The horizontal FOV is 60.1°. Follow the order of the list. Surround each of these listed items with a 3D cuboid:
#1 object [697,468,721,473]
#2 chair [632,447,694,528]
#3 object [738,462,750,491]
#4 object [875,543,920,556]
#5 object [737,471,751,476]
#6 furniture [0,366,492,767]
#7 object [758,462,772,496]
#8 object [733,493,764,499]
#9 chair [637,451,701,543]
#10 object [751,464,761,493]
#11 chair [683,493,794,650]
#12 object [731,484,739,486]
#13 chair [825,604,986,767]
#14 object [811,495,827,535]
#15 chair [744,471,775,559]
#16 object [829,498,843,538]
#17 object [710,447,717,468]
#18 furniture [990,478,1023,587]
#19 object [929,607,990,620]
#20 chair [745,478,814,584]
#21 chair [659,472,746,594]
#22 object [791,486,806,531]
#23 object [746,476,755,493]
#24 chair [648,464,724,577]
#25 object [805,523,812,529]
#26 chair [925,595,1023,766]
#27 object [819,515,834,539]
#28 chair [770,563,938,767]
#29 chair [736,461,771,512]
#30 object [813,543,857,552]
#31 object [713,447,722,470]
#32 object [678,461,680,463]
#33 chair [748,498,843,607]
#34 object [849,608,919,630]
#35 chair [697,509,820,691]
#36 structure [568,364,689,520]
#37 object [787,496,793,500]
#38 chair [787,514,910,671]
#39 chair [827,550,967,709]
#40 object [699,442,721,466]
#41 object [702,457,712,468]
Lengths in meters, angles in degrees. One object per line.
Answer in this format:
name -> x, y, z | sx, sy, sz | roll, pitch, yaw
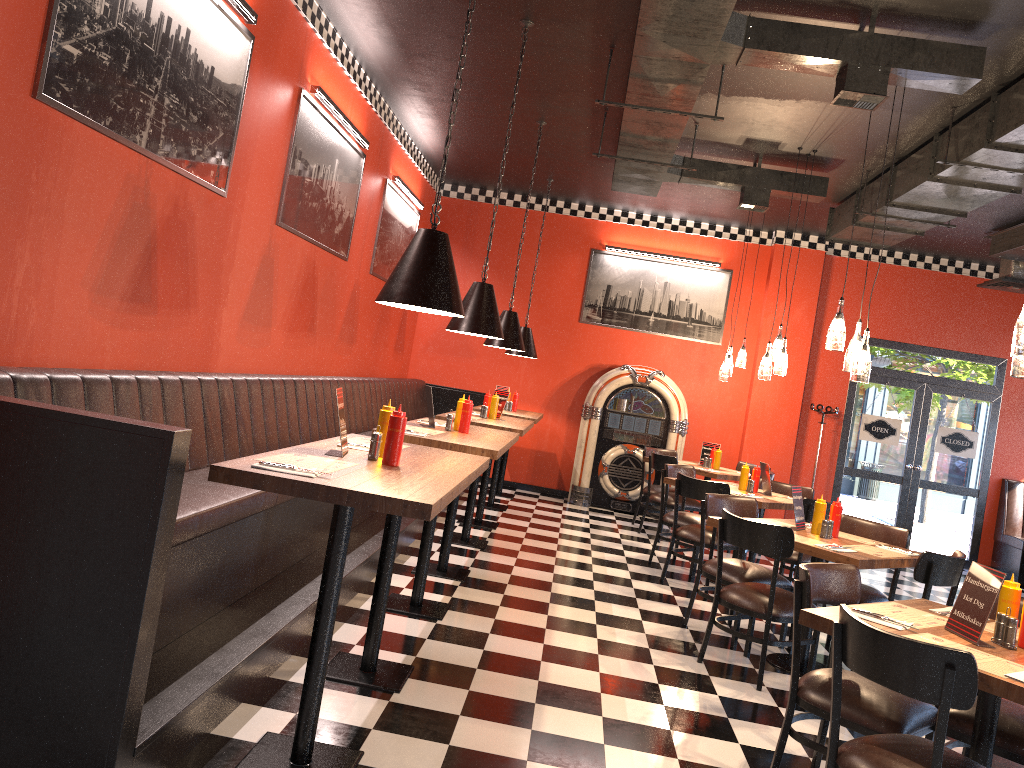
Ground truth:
object -> 2.010, 0.872, 8.976 | 0.254, 0.019, 0.158 | 9, 1, -37
chair -> 1.663, 1.159, 9.676 | 0.484, 0.868, 0.546 | 10, -1, -31
object -> 1.946, 0.770, 7.418 | 0.068, 0.238, 0.067 | 9, -2, 10
object -> 2.215, 0.957, 5.144 | 0.157, 0.019, 0.256 | 9, 1, -41
object -> 2.461, 0.943, 9.293 | 0.157, 0.019, 0.256 | 9, 1, -40
furniture -> -1.217, 0.572, 6.826 | 1.104, 1.150, 8.747 | 9, 1, 4
object -> 2.115, 0.789, 7.380 | 0.072, 0.257, 0.188 | 10, -1, -6
object -> 1.875, 0.876, 6.978 | 0.254, 0.019, 0.158 | 9, 1, -38
chair -> 1.630, 1.161, 9.072 | 0.543, 0.868, 0.487 | 10, -1, -21
object -> 2.038, 0.786, 7.408 | 0.068, 0.238, 0.067 | 9, -2, 10
chair -> 1.453, 1.177, 5.674 | 0.484, 0.868, 0.546 | 10, -1, -31
object -> 2.027, 0.891, 7.750 | 0.254, 0.019, 0.158 | 9, 1, -41
chair -> 1.248, 1.182, 2.743 | 0.543, 0.868, 0.487 | 10, -1, -29
object -> 1.839, 0.781, 5.302 | 0.068, 0.238, 0.067 | 9, -2, 10
chair -> 2.321, 1.278, 8.983 | 0.546, 0.868, 0.484 | 9, -1, 36
object -> 1.931, 0.796, 5.292 | 0.068, 0.238, 0.067 | 9, -2, 10
object -> 2.141, 0.776, 9.429 | 0.068, 0.238, 0.068 | 9, -2, 2
furniture -> 6.608, 1.833, 10.199 | 1.710, 1.156, 0.705 | 9, -1, 5
object -> 1.751, 0.902, 3.483 | 0.254, 0.019, 0.158 | 9, 1, -40
chair -> 2.270, 1.287, 7.625 | 0.488, 0.868, 0.542 | 9, -1, 28
chair -> 1.521, 1.171, 6.979 | 0.488, 0.868, 0.542 | 8, -2, 44
object -> 1.739, 0.753, 5.378 | 0.072, 0.257, 0.187 | 8, -1, 35
object -> 1.974, 0.829, 7.324 | 0.046, 0.136, 0.093 | 10, -1, -6
chair -> 1.531, 1.163, 7.692 | 0.546, 0.868, 0.484 | 9, -2, 42
object -> 1.897, 0.898, 5.586 | 0.158, 0.019, 0.254 | 10, 1, 42
chair -> 1.929, 1.286, 3.406 | 0.488, 0.868, 0.542 | 8, -2, 44
object -> 1.851, 0.837, 5.199 | 0.093, 0.136, 0.047 | 10, -2, -35
chair -> 1.332, 1.186, 3.442 | 0.546, 0.868, 0.484 | 8, -2, 44
chair -> 2.476, 1.294, 9.692 | 0.542, 0.868, 0.487 | 10, -1, -31
object -> 1.771, 0.887, 4.819 | 0.254, 0.019, 0.158 | 9, 1, -38
object -> 2.172, 0.782, 9.340 | 0.068, 0.238, 0.068 | 9, -2, 2
object -> 1.683, 0.811, 9.446 | 0.157, 0.019, 0.256 | 9, 1, -38
chair -> 2.207, 1.287, 6.878 | 0.484, 0.868, 0.546 | 10, -1, -36
object -> 1.326, 0.835, 3.149 | 0.256, 0.019, 0.157 | 10, 1, 44
chair -> 1.390, 1.176, 4.928 | 0.542, 0.868, 0.488 | 10, -1, -37
structure -> 1.443, 0.654, 10.725 | 1.295, 1.770, 0.499 | 9, -2, 5
object -> 2.374, 0.955, 7.319 | 0.157, 0.019, 0.256 | 9, 1, -38
chair -> 2.139, 1.293, 5.574 | 0.542, 0.868, 0.488 | 10, -1, -40
chair -> 2.129, 1.301, 4.860 | 0.484, 0.868, 0.546 | 11, -2, -43
object -> 2.129, 0.763, 9.533 | 0.188, 0.257, 0.072 | 9, -2, 15
object -> 2.071, 0.818, 9.361 | 0.094, 0.136, 0.046 | 9, -2, 5
